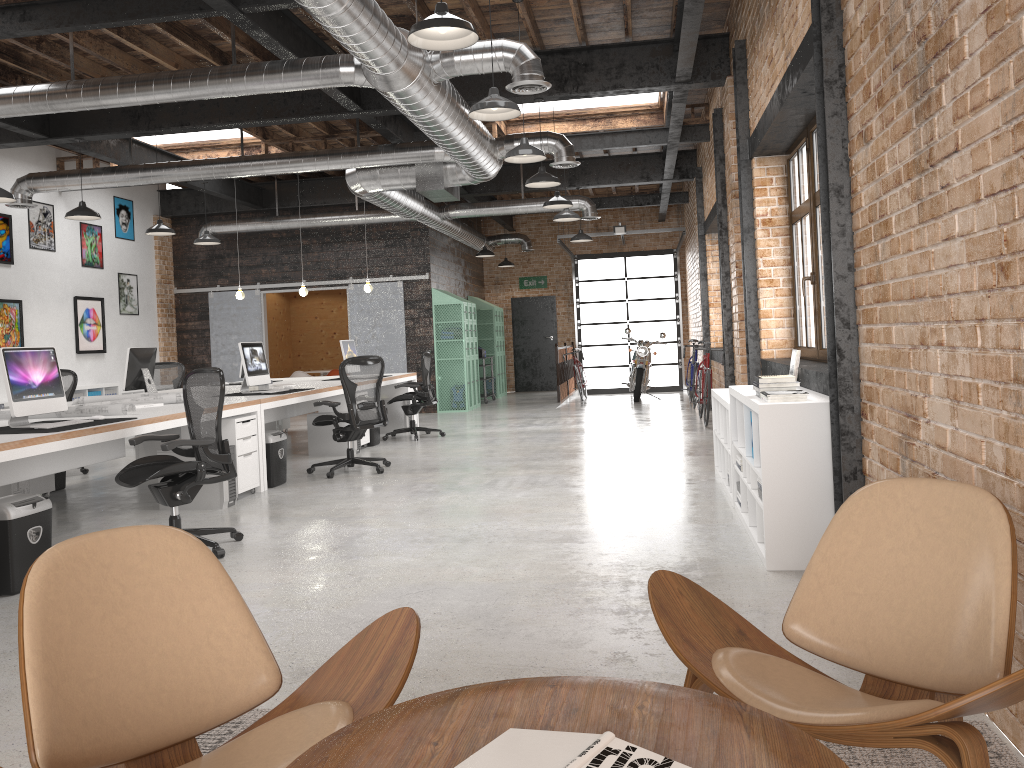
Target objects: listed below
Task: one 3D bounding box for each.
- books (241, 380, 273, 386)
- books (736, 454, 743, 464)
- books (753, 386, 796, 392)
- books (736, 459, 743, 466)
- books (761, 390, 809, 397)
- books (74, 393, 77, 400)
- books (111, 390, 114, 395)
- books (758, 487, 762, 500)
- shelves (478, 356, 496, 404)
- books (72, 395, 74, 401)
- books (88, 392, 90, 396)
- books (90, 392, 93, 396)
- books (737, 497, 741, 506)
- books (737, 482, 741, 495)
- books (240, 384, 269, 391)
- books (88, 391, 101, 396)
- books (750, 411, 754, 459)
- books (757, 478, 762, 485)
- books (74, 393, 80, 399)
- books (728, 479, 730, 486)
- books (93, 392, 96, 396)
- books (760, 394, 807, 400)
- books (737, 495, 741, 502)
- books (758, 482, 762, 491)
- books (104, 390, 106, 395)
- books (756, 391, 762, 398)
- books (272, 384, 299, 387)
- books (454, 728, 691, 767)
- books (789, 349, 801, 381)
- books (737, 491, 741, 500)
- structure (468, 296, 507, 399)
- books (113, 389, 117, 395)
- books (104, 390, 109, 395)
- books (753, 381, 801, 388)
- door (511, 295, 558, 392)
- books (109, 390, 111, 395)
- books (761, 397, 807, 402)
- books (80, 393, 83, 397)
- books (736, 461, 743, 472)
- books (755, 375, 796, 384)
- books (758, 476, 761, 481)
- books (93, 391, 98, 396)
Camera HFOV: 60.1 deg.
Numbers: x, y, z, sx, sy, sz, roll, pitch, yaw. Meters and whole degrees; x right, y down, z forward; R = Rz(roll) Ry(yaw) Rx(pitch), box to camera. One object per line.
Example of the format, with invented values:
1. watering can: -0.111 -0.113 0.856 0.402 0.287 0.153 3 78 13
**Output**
1. books: -2.631 -0.008 9.139 0.193 0.044 0.258 -1 3 26
2. books: 1.522 0.458 5.537 0.214 0.046 0.252 -2 3 9
3. books: 1.408 0.022 4.754 0.191 0.023 0.242 -2 3 7
4. books: 1.524 0.476 5.541 0.219 0.034 0.260 -2 3 9
5. books: 1.377 0.048 4.476 0.202 0.012 0.251 -2 3 10
6. books: -6.142 0.267 12.269 0.232 0.261 0.062 -2 0 9
7. books: -6.005 0.219 13.097 0.232 0.261 0.062 -2 0 9
8. books: 1.366 0.560 4.453 0.217 0.072 0.290 -2 3 9
9. shelves: -0.665 -0.075 16.841 0.567 0.855 0.986 -3 2 9
10. books: -6.152 0.270 12.205 0.232 0.261 0.062 -2 0 9
11. books: -6.089 0.251 12.533 0.232 0.261 0.062 -2 0 9
12. books: -6.080 0.247 12.596 0.232 0.261 0.062 -2 0 9
13. books: 1.542 0.739 5.597 0.206 0.061 0.274 -2 3 9
14. books: 1.545 0.659 5.602 0.217 0.078 0.291 -2 3 9
15. books: -2.654 0.041 9.127 0.200 0.050 0.272 -2 3 6
16. books: -6.051 0.236 12.789 0.232 0.261 0.062 -2 0 9
17. books: 1.456 0.280 4.937 0.232 0.261 0.062 -2 0 9
18. books: 1.356 0.483 4.439 0.219 0.039 0.260 -2 3 9
19. books: -6.133 0.263 12.333 0.232 0.261 0.062 -2 0 9
20. books: 1.641 0.699 6.217 0.217 0.072 0.290 -2 3 9
21. books: -6.070 0.244 12.660 0.232 0.261 0.062 -2 0 9
22. books: 1.372 0.060 4.480 0.187 0.014 0.248 -2 3 7
23. books: 1.542 0.714 5.588 0.219 0.034 0.260 -2 3 9
24. books: 1.356 0.509 4.447 0.206 0.067 0.275 -2 3 9
25. books: -6.034 0.230 12.906 0.232 0.261 0.062 -2 0 9
26. books: 1.415 0.050 4.745 0.191 0.032 0.259 -2 3 11
27. books: -2.525 0.013 9.882 0.205 0.019 0.243 -5 4 -44
28. books: 0.071 0.528 1.174 0.349 0.035 0.256 -1 3 34
29. books: 1.771 -0.104 5.558 0.065 0.224 0.161 -3 1 9
30. books: 1.540 0.696 5.584 0.214 0.046 0.252 -2 3 9
31. structure: -0.486 -0.780 18.389 0.556 2.100 1.119 -3 1 9
32. books: -5.995 0.215 13.161 0.232 0.261 0.062 -2 0 9
33. books: -6.024 0.226 12.969 0.232 0.261 0.062 -2 0 9
34. books: 1.414 0.000 4.745 0.211 0.023 0.259 -2 3 9
35. door: 0.522 -0.891 19.666 0.998 2.099 0.218 -3 0 9
36. books: -6.015 0.222 13.033 0.232 0.261 0.062 -2 0 9
37. books: 1.371 0.075 4.476 0.187 0.014 0.253 -2 3 9
38. books: -6.123 0.259 12.398 0.232 0.261 0.062 -2 0 9
39. books: 1.523 0.502 5.550 0.206 0.061 0.274 -2 3 9
40. books: 1.411 -0.026 4.754 0.190 0.028 0.240 -2 3 11
41. books: 1.354 0.466 4.435 0.214 0.052 0.252 -2 3 9
42. books: -6.061 0.240 12.724 0.232 0.261 0.062 -2 0 9
